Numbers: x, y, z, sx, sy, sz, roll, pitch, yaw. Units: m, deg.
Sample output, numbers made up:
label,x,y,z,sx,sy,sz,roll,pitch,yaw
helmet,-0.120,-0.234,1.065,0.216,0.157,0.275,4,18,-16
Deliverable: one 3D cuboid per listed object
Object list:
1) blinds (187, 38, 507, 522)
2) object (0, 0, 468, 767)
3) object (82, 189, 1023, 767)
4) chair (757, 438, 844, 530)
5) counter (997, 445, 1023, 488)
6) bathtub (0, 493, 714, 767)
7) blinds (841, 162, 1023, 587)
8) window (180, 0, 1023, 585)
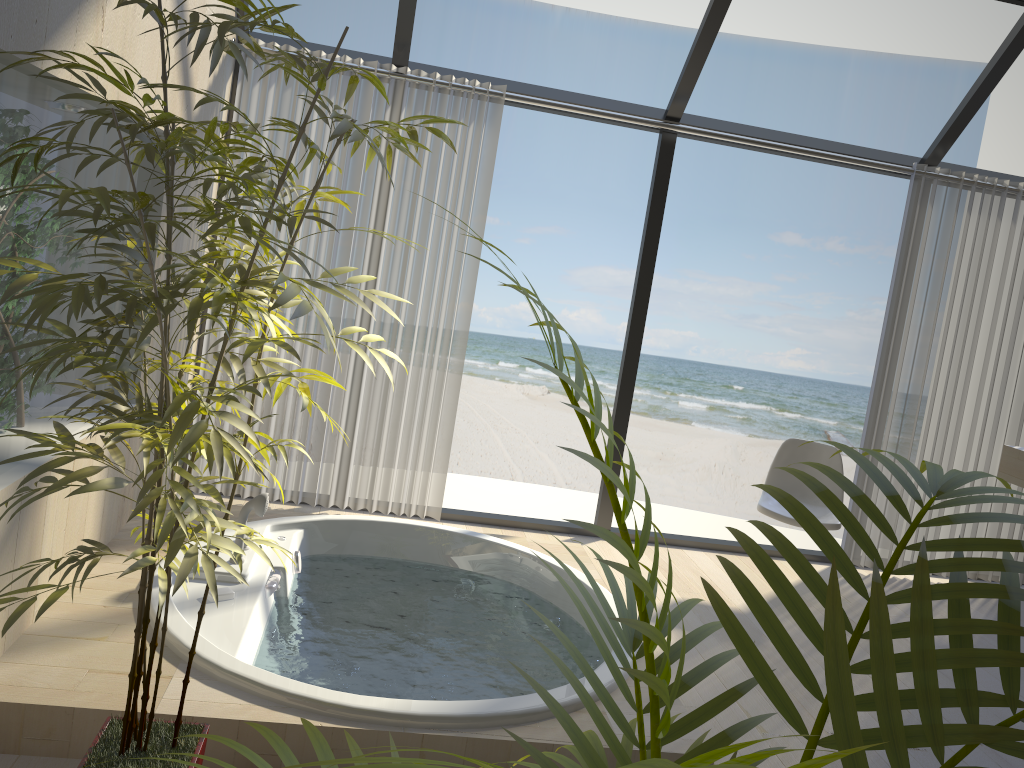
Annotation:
label,x,y,z,sx,sy,sz,roll,pitch,yaw
blinds,-0.768,-0.445,4.095,1.181,2.061,0.084,8,4,-9
object,-0.677,0.098,1.670,0.789,1.748,0.937,10,5,16
object,0.175,0.562,0.731,1.062,1.339,0.880,7,6,-20
chair,1.363,0.463,4.120,0.370,0.346,0.455,11,7,20
counter,2.808,0.828,4.008,0.550,0.787,1.214,8,7,-9
bathtub,-0.488,0.781,2.968,1.819,0.695,1.659,8,7,-9
blinds,2.418,-0.008,4.576,1.181,2.061,0.084,8,4,-9
window,0.913,-0.531,4.121,4.554,2.801,0.749,8,5,-9
